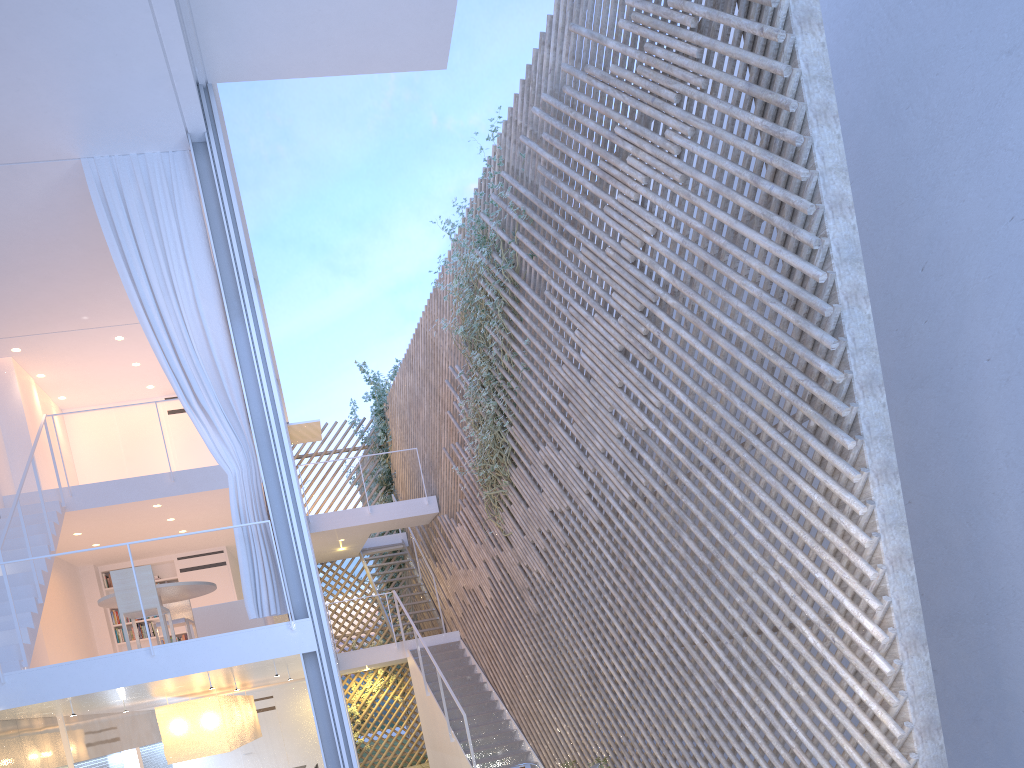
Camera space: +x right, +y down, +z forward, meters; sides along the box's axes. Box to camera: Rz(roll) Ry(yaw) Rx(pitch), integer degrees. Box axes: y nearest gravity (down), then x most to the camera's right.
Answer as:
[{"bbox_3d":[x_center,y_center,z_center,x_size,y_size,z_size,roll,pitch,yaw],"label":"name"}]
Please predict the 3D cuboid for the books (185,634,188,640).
[{"bbox_3d":[-2.998,2.391,7.623,0.011,0.141,0.090,-12,-3,-15],"label":"books"}]

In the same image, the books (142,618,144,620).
[{"bbox_3d":[-3.391,2.111,7.546,0.006,0.125,0.075,-12,-2,-15],"label":"books"}]

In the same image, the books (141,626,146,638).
[{"bbox_3d":[-3.368,2.278,7.544,0.015,0.120,0.097,-12,-5,-15],"label":"books"}]

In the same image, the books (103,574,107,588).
[{"bbox_3d":[-3.684,1.796,7.474,0.015,0.138,0.092,-12,-3,-15],"label":"books"}]

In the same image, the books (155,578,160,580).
[{"bbox_3d":[-3.282,1.804,7.564,0.093,0.020,0.067,-8,-17,-12],"label":"books"}]

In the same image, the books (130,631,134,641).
[{"bbox_3d":[-3.469,2.309,7.540,0.020,0.096,0.065,-12,-3,-15],"label":"books"}]

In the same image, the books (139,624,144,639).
[{"bbox_3d":[-3.386,2.274,7.547,0.015,0.138,0.082,-12,-2,-15],"label":"books"}]

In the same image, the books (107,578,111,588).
[{"bbox_3d":[-3.659,1.819,7.493,0.020,0.096,0.065,-12,-3,-15],"label":"books"}]

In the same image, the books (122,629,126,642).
[{"bbox_3d":[-3.533,2.301,7.523,0.020,0.127,0.073,-12,-2,-15],"label":"books"}]

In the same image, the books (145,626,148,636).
[{"bbox_3d":[-3.339,2.269,7.548,0.008,0.130,0.100,-12,-4,-15],"label":"books"}]

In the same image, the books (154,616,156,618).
[{"bbox_3d":[-3.286,2.096,7.568,0.020,0.127,0.073,-12,-2,-15],"label":"books"}]

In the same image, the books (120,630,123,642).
[{"bbox_3d":[-3.551,2.305,7.510,0.006,0.117,0.094,-12,-5,-15],"label":"books"}]

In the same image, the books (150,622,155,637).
[{"bbox_3d":[-3.300,2.260,7.560,0.011,0.141,0.090,-12,-3,-15],"label":"books"}]

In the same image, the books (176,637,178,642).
[{"bbox_3d":[-3.078,2.405,7.603,0.008,0.130,0.100,-12,-4,-15],"label":"books"}]

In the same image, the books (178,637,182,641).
[{"bbox_3d":[-3.058,2.409,7.620,0.020,0.127,0.073,-12,-2,-15],"label":"books"}]

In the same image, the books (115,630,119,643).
[{"bbox_3d":[-3.587,2.308,7.500,0.006,0.119,0.099,-12,-5,-15],"label":"books"}]

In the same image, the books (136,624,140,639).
[{"bbox_3d":[-3.419,2.272,7.536,0.015,0.148,0.091,-12,-2,-15],"label":"books"}]

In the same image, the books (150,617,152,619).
[{"bbox_3d":[-3.315,2.097,7.549,0.015,0.125,0.099,-12,-5,-15],"label":"books"}]

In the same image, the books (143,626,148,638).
[{"bbox_3d":[-3.352,2.279,7.551,0.018,0.117,0.089,-12,-4,-15],"label":"books"}]

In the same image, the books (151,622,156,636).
[{"bbox_3d":[-3.286,2.258,7.564,0.019,0.141,0.087,-12,-2,-15],"label":"books"}]

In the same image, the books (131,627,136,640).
[{"bbox_3d":[-3.449,2.289,7.529,0.020,0.119,0.096,-12,-5,-15],"label":"books"}]

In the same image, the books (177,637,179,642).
[{"bbox_3d":[-3.070,2.407,7.605,0.007,0.125,0.100,-12,-5,-15],"label":"books"}]

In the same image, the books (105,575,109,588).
[{"bbox_3d":[-3.671,1.803,7.474,0.006,0.119,0.099,-12,-5,-15],"label":"books"}]

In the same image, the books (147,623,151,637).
[{"bbox_3d":[-3.327,2.262,7.553,0.009,0.141,0.093,-12,-3,-15],"label":"books"}]

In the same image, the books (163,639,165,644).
[{"bbox_3d":[-3.189,2.418,7.585,0.015,0.138,0.092,-12,-3,-15],"label":"books"}]

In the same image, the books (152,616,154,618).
[{"bbox_3d":[-3.297,2.094,7.552,0.007,0.125,0.100,-12,-5,-15],"label":"books"}]

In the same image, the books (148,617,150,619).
[{"bbox_3d":[-3.332,2.093,7.549,0.015,0.138,0.092,-12,-3,-15],"label":"books"}]

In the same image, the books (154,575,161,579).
[{"bbox_3d":[-3.283,1.781,7.558,0.094,0.020,0.067,-9,-17,-7],"label":"books"}]

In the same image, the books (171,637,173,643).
[{"bbox_3d":[-3.126,2.411,7.602,0.015,0.138,0.082,-12,-2,-15],"label":"books"}]

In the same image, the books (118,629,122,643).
[{"bbox_3d":[-3.562,2.302,7.505,0.015,0.125,0.099,-12,-5,-15],"label":"books"}]

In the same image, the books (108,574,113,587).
[{"bbox_3d":[-3.640,1.799,7.492,0.020,0.127,0.073,-12,-2,-15],"label":"books"}]

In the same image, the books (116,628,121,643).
[{"bbox_3d":[-3.579,2.298,7.505,0.015,0.138,0.092,-12,-3,-15],"label":"books"}]

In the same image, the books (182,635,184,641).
[{"bbox_3d":[-3.025,2.396,7.617,0.010,0.137,0.093,-12,-3,-15],"label":"books"}]

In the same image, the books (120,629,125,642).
[{"bbox_3d":[-3.544,2.299,7.508,0.007,0.125,0.100,-12,-5,-15],"label":"books"}]

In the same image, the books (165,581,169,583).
[{"bbox_3d":[-2.987,2.053,5.879,0.030,1.611,3.790,-11,-15,-5],"label":"books"}]

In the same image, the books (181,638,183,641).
[{"bbox_3d":[-3.037,2.408,7.616,0.018,0.117,0.089,-12,-4,-15],"label":"books"}]

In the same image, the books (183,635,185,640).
[{"bbox_3d":[-3.016,2.393,7.618,0.009,0.141,0.093,-12,-3,-15],"label":"books"}]

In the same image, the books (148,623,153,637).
[{"bbox_3d":[-3.310,2.263,7.557,0.010,0.137,0.093,-12,-3,-15],"label":"books"}]

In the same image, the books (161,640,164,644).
[{"bbox_3d":[-3.201,2.425,7.579,0.015,0.125,0.099,-12,-5,-15],"label":"books"}]

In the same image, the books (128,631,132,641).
[{"bbox_3d":[-3.490,2.312,7.536,0.020,0.096,0.065,-12,-3,-15],"label":"books"}]

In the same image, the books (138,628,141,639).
[{"bbox_3d":[-3.406,2.287,7.543,0.006,0.116,0.084,-12,-4,-15],"label":"books"}]

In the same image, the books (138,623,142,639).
[{"bbox_3d":[-3.400,2.270,7.543,0.011,0.149,0.085,-12,-2,-15],"label":"books"}]
